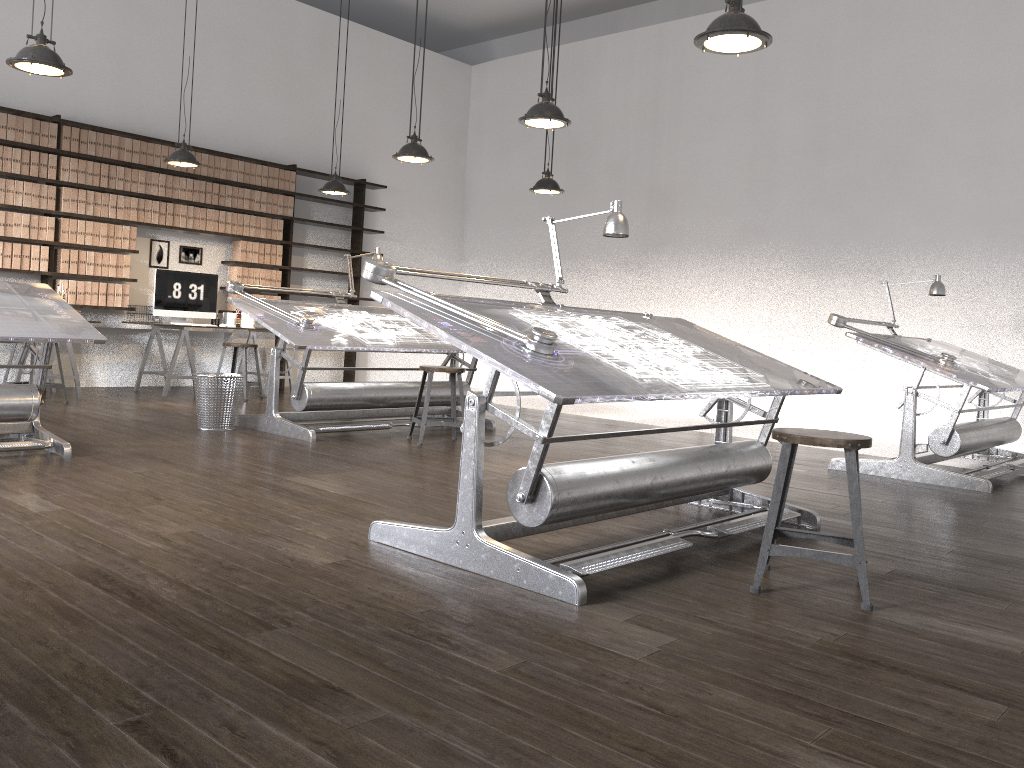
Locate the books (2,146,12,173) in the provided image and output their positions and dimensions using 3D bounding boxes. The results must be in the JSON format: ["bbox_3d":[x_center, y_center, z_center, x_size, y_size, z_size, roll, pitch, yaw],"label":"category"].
[{"bbox_3d":[-4.384,-1.927,7.642,0.175,0.225,0.066,5,2,42],"label":"books"}]

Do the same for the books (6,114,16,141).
[{"bbox_3d":[-4.354,-2.203,7.650,0.175,0.225,0.066,5,2,42],"label":"books"}]

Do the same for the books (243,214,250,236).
[{"bbox_3d":[-2.852,-1.675,9.367,0.175,0.225,0.067,5,2,42],"label":"books"}]

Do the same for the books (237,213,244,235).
[{"bbox_3d":[-2.902,-1.675,9.318,0.175,0.225,0.066,5,2,42],"label":"books"}]

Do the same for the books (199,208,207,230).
[{"bbox_3d":[-3.184,-1.672,9.003,0.175,0.225,0.066,5,2,42],"label":"books"}]

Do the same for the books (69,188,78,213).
[{"bbox_3d":[-4.022,-1.662,8.058,0.175,0.225,0.067,5,2,42],"label":"books"}]

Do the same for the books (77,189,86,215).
[{"bbox_3d":[-3.974,-1.662,8.112,0.175,0.225,0.066,5,2,42],"label":"books"}]

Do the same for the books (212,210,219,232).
[{"bbox_3d":[-3.088,-1.672,9.102,0.175,0.225,0.067,5,2,42],"label":"books"}]

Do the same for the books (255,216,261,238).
[{"bbox_3d":[-2.765,-1.676,9.470,0.175,0.225,0.066,5,2,42],"label":"books"}]

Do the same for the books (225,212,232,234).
[{"bbox_3d":[-2.994,-1.673,9.212,0.175,0.225,0.066,5,2,42],"label":"books"}]

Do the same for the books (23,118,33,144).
[{"bbox_3d":[-4.266,-2.204,7.745,0.175,0.225,0.067,5,2,42],"label":"books"}]

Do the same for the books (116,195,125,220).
[{"bbox_3d":[-3.740,-1.665,8.378,0.175,0.225,0.066,5,2,42],"label":"books"}]

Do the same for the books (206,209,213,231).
[{"bbox_3d":[-3.133,-1.672,9.058,0.175,0.225,0.066,5,2,42],"label":"books"}]

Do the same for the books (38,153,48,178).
[{"bbox_3d":[-4.191,-1.929,7.859,0.175,0.225,0.066,5,2,42],"label":"books"}]

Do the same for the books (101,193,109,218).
[{"bbox_3d":[-3.836,-1.664,8.273,0.175,0.225,0.066,5,2,42],"label":"books"}]

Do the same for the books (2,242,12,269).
[{"bbox_3d":[-4.407,-1.113,7.678,0.175,0.225,0.066,5,2,42],"label":"books"}]

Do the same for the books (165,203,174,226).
[{"bbox_3d":[-3.415,-1.669,8.738,0.175,0.225,0.067,5,2,42],"label":"books"}]

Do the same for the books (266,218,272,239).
[{"bbox_3d":[-2.676,-1.677,9.571,0.175,0.225,0.066,5,2,42],"label":"books"}]

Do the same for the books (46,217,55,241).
[{"bbox_3d":[-4.162,-1.378,7.924,0.175,0.225,0.067,5,2,42],"label":"books"}]

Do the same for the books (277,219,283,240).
[{"bbox_3d":[-2.579,-1.678,9.674,0.175,0.225,0.066,5,2,42],"label":"books"}]

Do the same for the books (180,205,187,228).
[{"bbox_3d":[-3.321,-1.670,8.841,0.175,0.225,0.066,5,2,42],"label":"books"}]

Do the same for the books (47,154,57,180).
[{"bbox_3d":[-4.138,-1.929,7.914,0.175,0.225,0.066,5,2,42],"label":"books"}]

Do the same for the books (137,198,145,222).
[{"bbox_3d":[-3.611,-1.667,8.527,0.175,0.225,0.066,5,2,42],"label":"books"}]

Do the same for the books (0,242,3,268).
[{"bbox_3d":[-4.451,-1.112,7.622,0.175,0.225,0.066,5,2,42],"label":"books"}]

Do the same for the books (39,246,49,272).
[{"bbox_3d":[-4.203,-1.115,7.901,0.175,0.225,0.066,5,2,42],"label":"books"}]

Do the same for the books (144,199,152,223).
[{"bbox_3d":[-3.563,-1.667,8.580,0.175,0.225,0.066,5,2,42],"label":"books"}]

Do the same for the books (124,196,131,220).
[{"bbox_3d":[-3.699,-1.666,8.426,0.175,0.225,0.066,5,2,42],"label":"books"}]

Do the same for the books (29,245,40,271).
[{"bbox_3d":[-4.254,-1.114,7.842,0.175,0.225,0.067,5,2,42],"label":"books"}]

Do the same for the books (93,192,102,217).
[{"bbox_3d":[-3.884,-1.664,8.223,0.175,0.225,0.066,5,2,42],"label":"books"}]

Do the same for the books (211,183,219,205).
[{"bbox_3d":[-3.082,-1.940,9.090,0.175,0.225,0.067,5,2,42],"label":"books"}]

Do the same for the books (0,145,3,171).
[{"bbox_3d":[-4.431,-1.926,7.589,0.175,0.225,0.066,5,2,42],"label":"books"}]

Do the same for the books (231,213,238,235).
[{"bbox_3d":[-2.950,-1.674,9.267,0.175,0.225,0.066,5,2,42],"label":"books"}]

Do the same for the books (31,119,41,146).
[{"bbox_3d":[-4.225,-2.205,7.799,0.175,0.225,0.066,5,2,42],"label":"books"}]

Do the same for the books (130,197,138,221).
[{"bbox_3d":[-3.651,-1.666,8.473,0.175,0.225,0.067,5,2,42],"label":"books"}]

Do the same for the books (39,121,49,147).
[{"bbox_3d":[-4.178,-2.205,7.852,0.175,0.225,0.066,5,2,42],"label":"books"}]

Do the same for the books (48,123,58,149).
[{"bbox_3d":[-4.127,-2.205,7.902,0.175,0.225,0.066,5,2,42],"label":"books"}]

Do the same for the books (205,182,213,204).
[{"bbox_3d":[-3.136,-1.940,9.038,0.175,0.225,0.066,5,2,42],"label":"books"}]

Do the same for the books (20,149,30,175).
[{"bbox_3d":[-4.290,-1.928,7.748,0.175,0.225,0.066,5,2,42],"label":"books"}]

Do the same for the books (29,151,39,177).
[{"bbox_3d":[-4.236,-1.928,7.800,0.175,0.225,0.067,5,2,42],"label":"books"}]

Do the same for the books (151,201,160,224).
[{"bbox_3d":[-3.513,-1.668,8.630,0.175,0.225,0.066,5,2,42],"label":"books"}]

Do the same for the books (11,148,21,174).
[{"bbox_3d":[-4.334,-1.927,7.692,0.175,0.225,0.066,5,2,42],"label":"books"}]

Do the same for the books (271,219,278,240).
[{"bbox_3d":[-2.629,-1.678,9.624,0.175,0.225,0.066,5,2,42],"label":"books"}]

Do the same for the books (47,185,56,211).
[{"bbox_3d":[-4.151,-1.655,7.922,0.175,0.225,0.066,5,2,42],"label":"books"}]

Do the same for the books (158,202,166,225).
[{"bbox_3d":[-3.469,-1.669,8.686,0.175,0.225,0.066,5,2,42],"label":"books"}]

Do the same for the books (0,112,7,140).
[{"bbox_3d":[-4.401,-2.202,7.595,0.175,0.225,0.067,5,2,42],"label":"books"}]

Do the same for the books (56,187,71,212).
[{"bbox_3d":[-4.067,-1.662,8.014,0.175,0.225,0.066,5,2,42],"label":"books"}]

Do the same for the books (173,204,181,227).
[{"bbox_3d":[-3.370,-1.670,8.797,0.175,0.225,0.066,5,2,42],"label":"books"}]

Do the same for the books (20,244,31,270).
[{"bbox_3d":[-4.308,-1.114,7.789,0.175,0.225,0.066,5,2,42],"label":"books"}]

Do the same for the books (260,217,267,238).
[{"bbox_3d":[-2.717,-1.676,9.517,0.175,0.225,0.067,5,2,42],"label":"books"}]

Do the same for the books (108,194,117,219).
[{"bbox_3d":[-3.787,-1.665,8.323,0.175,0.225,0.067,5,2,42],"label":"books"}]

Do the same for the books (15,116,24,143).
[{"bbox_3d":[-4.313,-2.204,7.698,0.175,0.225,0.066,5,2,42],"label":"books"}]

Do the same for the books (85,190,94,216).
[{"bbox_3d":[-3.928,-1.663,8.168,0.175,0.225,0.066,5,2,42],"label":"books"}]

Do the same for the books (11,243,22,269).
[{"bbox_3d":[-4.353,-1.113,7.730,0.175,0.225,0.067,5,2,42],"label":"books"}]

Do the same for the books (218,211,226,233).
[{"bbox_3d":[-3.039,-1.673,9.156,0.175,0.225,0.066,5,2,42],"label":"books"}]

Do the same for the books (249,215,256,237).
[{"bbox_3d":[-2.806,-1.675,9.423,0.175,0.225,0.066,5,2,42],"label":"books"}]
